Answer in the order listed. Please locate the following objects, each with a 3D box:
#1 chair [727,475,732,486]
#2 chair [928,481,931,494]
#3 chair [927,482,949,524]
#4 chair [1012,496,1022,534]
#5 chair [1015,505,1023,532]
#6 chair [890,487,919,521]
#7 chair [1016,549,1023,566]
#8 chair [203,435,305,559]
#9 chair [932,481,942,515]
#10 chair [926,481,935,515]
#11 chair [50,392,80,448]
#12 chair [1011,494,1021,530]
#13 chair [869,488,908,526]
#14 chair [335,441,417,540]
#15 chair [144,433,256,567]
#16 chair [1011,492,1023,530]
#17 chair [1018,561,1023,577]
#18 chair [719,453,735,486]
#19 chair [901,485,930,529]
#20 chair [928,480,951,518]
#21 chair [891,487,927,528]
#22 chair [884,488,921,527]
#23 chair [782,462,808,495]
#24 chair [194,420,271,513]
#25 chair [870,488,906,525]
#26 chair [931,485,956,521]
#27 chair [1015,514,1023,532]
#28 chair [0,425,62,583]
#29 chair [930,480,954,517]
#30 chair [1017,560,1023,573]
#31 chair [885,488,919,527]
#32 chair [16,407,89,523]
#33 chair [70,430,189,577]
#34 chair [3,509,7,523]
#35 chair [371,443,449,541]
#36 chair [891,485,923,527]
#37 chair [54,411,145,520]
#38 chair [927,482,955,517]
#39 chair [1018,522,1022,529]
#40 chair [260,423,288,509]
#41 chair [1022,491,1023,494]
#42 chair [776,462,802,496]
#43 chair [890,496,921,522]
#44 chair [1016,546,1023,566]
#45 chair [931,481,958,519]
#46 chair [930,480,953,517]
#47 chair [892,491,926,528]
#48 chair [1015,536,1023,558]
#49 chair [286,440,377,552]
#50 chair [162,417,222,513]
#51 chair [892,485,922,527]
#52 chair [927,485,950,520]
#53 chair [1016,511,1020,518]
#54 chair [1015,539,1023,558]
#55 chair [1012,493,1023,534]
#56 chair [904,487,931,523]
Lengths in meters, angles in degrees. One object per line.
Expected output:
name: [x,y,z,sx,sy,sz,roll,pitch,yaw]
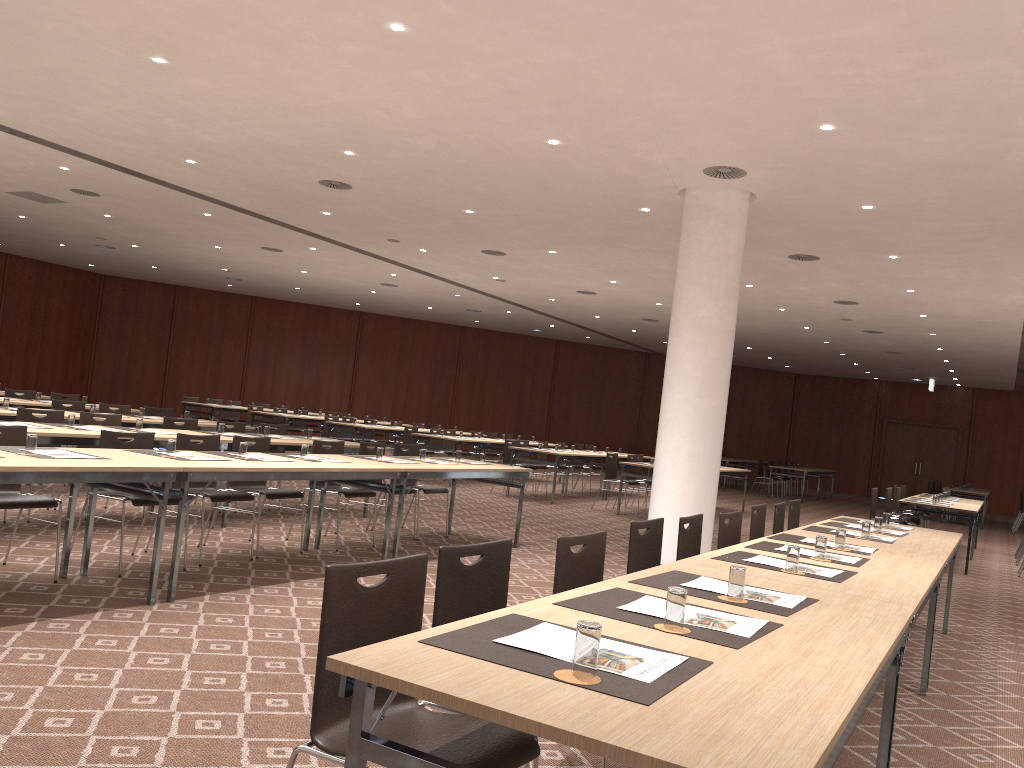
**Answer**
chair: [6.340,2.571,26.849,0.613,0.939,0.536,6,-2,26]
chair: [10.455,2.887,21.900,0.613,0.939,0.536,6,-2,30]
chair: [10.217,2.840,21.333,0.613,0.939,0.536,6,-2,29]
chair: [11.867,3.000,20.338,0.613,0.939,0.536,6,-2,28]
chair: [12.216,3.057,20.832,0.613,0.939,0.536,6,-2,28]
chair: [5.909,2.070,13.549,0.613,0.939,0.536,6,-2,29]
chair: [8.018,2.313,13.400,0.613,0.939,0.536,6,-2,32]
chair: [-2.113,0.922,7.441,0.613,0.939,0.536,6,-2,28]
chair: [11.694,3.099,23.868,0.613,0.939,0.536,6,-2,27]
chair: [11.219,3.023,23.282,0.613,0.939,0.536,6,-2,32]
chair: [-6.182,0.611,12.358,0.613,0.939,0.536,6,-2,31]
chair: [12.533,3.119,21.543,0.613,0.939,0.536,6,-2,31]
chair: [5.224,1.953,12.464,0.613,0.939,0.536,6,-2,32]
chair: [-1.313,1.065,8.888,0.613,0.939,0.536,6,-2,27]
chair: [-2.374,0.873,6.898,0.613,0.939,0.536,6,-2,29]
chair: [12.519,3.116,21.517,0.613,0.939,0.536,6,-2,29]
chair: [7.236,2.173,11.985,0.613,0.939,0.536,6,-2,30]
chair: [6.665,2.626,27.345,0.613,0.939,0.536,6,-2,27]
chair: [6.962,2.259,15.452,0.613,0.939,0.536,6,-2,29]
chair: [11.269,3.032,23.372,0.613,0.939,0.536,6,-2,28]
chair: [6.374,2.151,14.302,0.613,0.939,0.536,6,-2,31]
chair: [5.651,2.022,12.996,0.613,0.939,0.536,6,-2,32]
chair: [8.441,2.799,26.293,0.613,0.939,0.536,6,-2,32]
chair: [-3.020,0.894,9.759,0.613,0.939,0.536,6,-2,27]
chair: [5.220,1.953,12.456,0.613,0.939,0.536,6,-2,30]
chair: [10.917,2.960,22.454,0.613,0.939,0.536,6,-2,32]
chair: [12.235,3.061,20.867,0.613,0.939,0.536,6,-2,30]
chair: [-3.189,0.730,5.498,0.613,0.939,0.536,6,-2,32]
chair: [11.877,3.141,24.470,0.613,0.939,0.536,6,-2,31]
chair: [7.242,2.174,11.997,0.613,0.939,0.536,6,-2,29]
chair: [5.640,2.020,12.976,0.613,0.939,0.536,6,-2,28]
chair: [-4.127,0.699,7.844,0.613,0.939,0.536,6,-2,32]
chair: [-2.670,0.817,6.277,0.613,0.939,0.536,6,-2,32]
chair: [-4.509,0.634,7.226,0.613,0.939,0.536,6,-2,27]
chair: [-1.024,1.114,9.338,0.613,0.939,0.536,6,-2,31]
chair: [6.626,2.204,14.997,0.613,0.939,0.536,6,-2,30]
chair: [-3.812,0.753,8.327,0.613,0.939,0.536,6,-2,31]
chair: [10.858,2.949,22.347,0.613,0.939,0.536,6,-2,32]
chair: [13.116,3.213,22.325,0.613,0.939,0.536,6,-2,27]
chair: [-2.728,0.952,10.444,0.613,0.939,0.536,6,-2,29]
chair: [13.655,3.314,23.432,0.613,0.939,0.536,6,-2,29]
chair: [8.126,2.748,25.870,0.613,0.939,0.536,6,-2,30]
chair: [5.925,2.073,13.578,0.613,0.939,0.536,6,-2,29]
chair: [8.051,2.319,13.458,0.613,0.939,0.536,6,-2,28]
chair: [11.643,3.090,23.775,0.613,0.939,0.536,6,-2,29]
chair: [11.858,3.137,24.436,0.613,0.939,0.536,6,-2,27]
chair: [6.380,2.152,14.312,0.613,0.939,0.536,6,-2,30]
chair: [8.673,2.430,14.582,0.613,0.939,0.536,6,-2,27]
chair: [-1.616,1.006,8.182,0.613,0.939,0.536,6,-2,30]
chair: [-3.379,0.833,9.196,0.613,0.939,0.536,6,-2,31]
chair: [6.627,2.204,14.999,0.613,0.939,0.536,6,-2,28]
chair: [10.225,2.841,21.347,0.613,0.939,0.536,6,-2,31]
chair: [13.684,3.319,23.485,0.613,0.939,0.536,6,-2,27]
chair: [8.666,2.429,14.569,0.613,0.939,0.536,6,-2,31]
chair: [11.844,2.996,20.298,0.613,0.939,0.536,6,-2,27]
chair: [6.980,2.262,15.485,0.613,0.939,0.536,6,-2,31]
